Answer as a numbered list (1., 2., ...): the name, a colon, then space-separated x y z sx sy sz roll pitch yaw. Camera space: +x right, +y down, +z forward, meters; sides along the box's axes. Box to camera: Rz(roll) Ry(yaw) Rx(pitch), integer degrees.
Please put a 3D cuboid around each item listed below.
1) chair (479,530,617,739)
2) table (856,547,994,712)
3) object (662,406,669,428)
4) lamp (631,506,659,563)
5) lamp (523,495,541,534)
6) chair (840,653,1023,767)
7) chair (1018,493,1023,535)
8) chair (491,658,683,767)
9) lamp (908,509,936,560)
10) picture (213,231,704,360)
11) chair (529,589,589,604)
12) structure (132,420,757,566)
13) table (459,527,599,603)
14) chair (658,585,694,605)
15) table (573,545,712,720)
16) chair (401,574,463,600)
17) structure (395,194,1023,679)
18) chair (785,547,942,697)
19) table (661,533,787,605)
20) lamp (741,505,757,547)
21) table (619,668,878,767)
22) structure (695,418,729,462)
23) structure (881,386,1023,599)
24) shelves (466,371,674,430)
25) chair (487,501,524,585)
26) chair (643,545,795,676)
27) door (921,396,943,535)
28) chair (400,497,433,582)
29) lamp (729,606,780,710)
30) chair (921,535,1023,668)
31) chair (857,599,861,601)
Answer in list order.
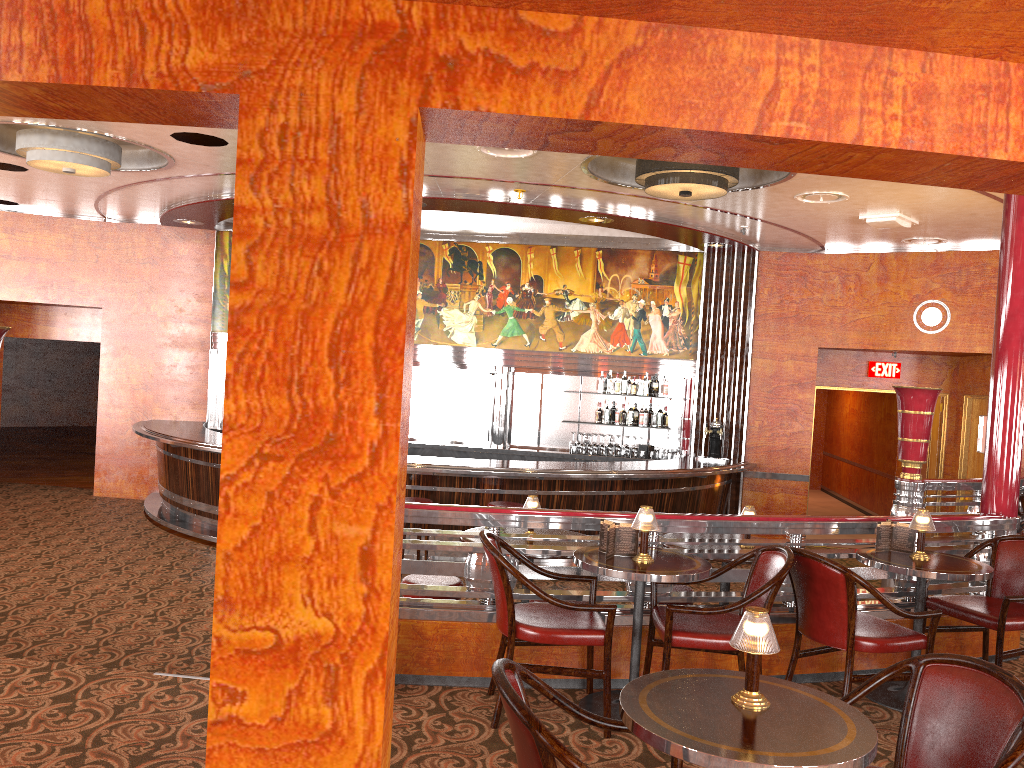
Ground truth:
1. chair: 0.132 1.099 4.065 0.615 0.817 0.587 3 1 -4
2. table: 2.082 1.258 4.549 0.640 0.720 0.639 3 1 -23
3. object: 1.923 0.412 11.105 0.080 0.272 0.080 4 2 4
4. lamp: 0.613 0.690 4.092 0.130 0.250 0.130 4 2 18
5. lamp: 0.119 0.801 5.370 0.130 0.250 0.130 4 2 27
6. chair: 1.047 1.180 2.440 0.615 0.817 0.587 3 1 -14
7. chair: 4.617 1.317 7.575 0.587 0.817 0.615 5 2 41
8. chair: 0.233 1.133 2.248 0.615 0.817 0.587 3 1 -9
9. lamp: 2.117 0.774 4.582 0.130 0.250 0.130 2 2 -36
10. picture: -0.781 -1.147 11.262 6.254 1.323 0.001 4 2 6
11. chair: 0.247 1.526 4.811 0.350 0.756 0.350 2 2 -43
12. structure: -1.102 1.223 9.725 7.809 1.048 3.206 4 1 6
13. table: 0.080 1.405 5.361 0.849 0.960 0.849 4 1 9
14. chair: 0.865 1.558 5.182 0.350 0.756 0.350 2 2 -43
15. table: 0.584 1.174 4.144 0.640 0.720 0.639 2 2 -41
16. chair: -0.469 1.480 5.024 0.350 0.756 0.350 2 2 -35
17. structure: 1.153 0.154 4.780 4.354 3.607 0.548 3 2 -19
18. chair: 1.593 1.185 4.209 0.615 0.817 0.587 3 2 -24
19. table: 1.325 1.477 5.569 0.849 0.960 0.849 3 1 -14
20. lamp: 1.467 0.881 5.507 0.130 0.250 0.130 4 2 18
21. table: 0.577 1.202 2.298 0.640 0.720 0.639 3 2 -32
22. structure: 2.403 0.672 10.539 0.360 0.540 0.280 4 2 26
23. structure: 4.356 1.088 8.186 3.169 2.025 0.623 2 2 -44
24. shelves: 0.708 0.199 11.164 2.594 0.568 0.339 4 1 6
25. chair: -0.072 1.458 8.005 0.350 0.756 0.350 2 2 -43
26. chair: 0.963 1.149 4.132 0.615 0.817 0.587 3 1 1
27. door: 5.261 1.105 11.337 0.063 1.984 0.807 3 2 1
28. chair: -0.902 1.409 7.933 0.350 0.756 0.350 3 2 -20
29. lamp: 0.639 0.719 2.344 0.130 0.250 0.130 5 2 36
30. chair: 2.629 1.239 4.808 0.615 0.817 0.587 3 2 -24
31. chair: 1.887 1.618 5.328 0.350 0.756 0.350 4 2 22
